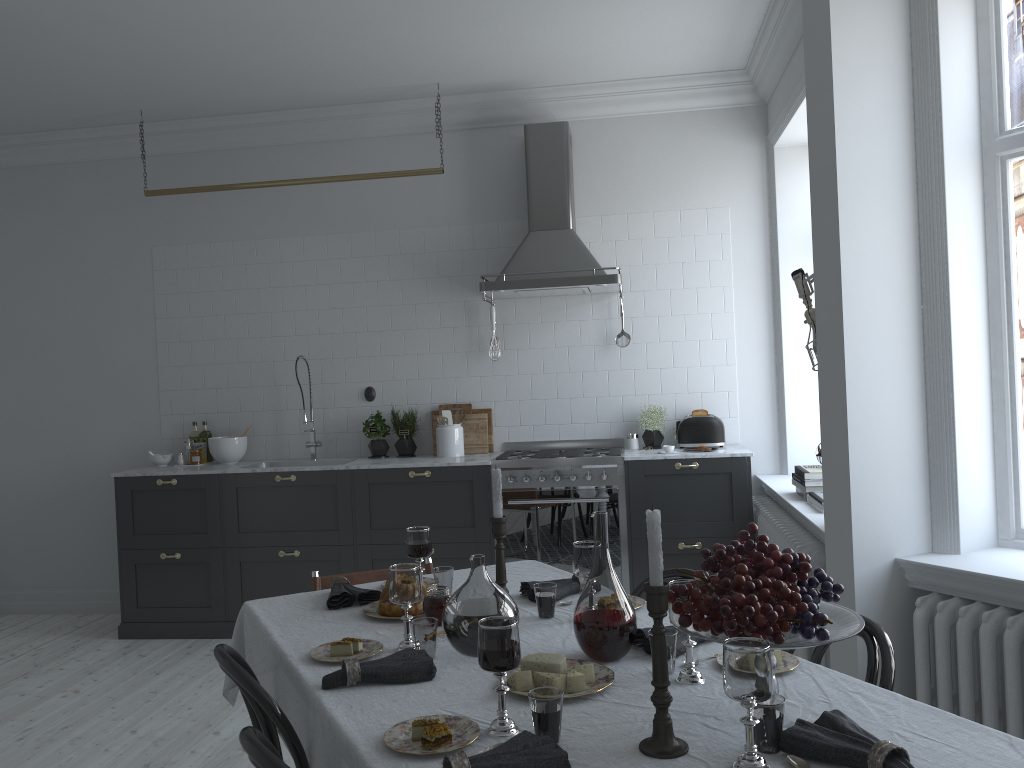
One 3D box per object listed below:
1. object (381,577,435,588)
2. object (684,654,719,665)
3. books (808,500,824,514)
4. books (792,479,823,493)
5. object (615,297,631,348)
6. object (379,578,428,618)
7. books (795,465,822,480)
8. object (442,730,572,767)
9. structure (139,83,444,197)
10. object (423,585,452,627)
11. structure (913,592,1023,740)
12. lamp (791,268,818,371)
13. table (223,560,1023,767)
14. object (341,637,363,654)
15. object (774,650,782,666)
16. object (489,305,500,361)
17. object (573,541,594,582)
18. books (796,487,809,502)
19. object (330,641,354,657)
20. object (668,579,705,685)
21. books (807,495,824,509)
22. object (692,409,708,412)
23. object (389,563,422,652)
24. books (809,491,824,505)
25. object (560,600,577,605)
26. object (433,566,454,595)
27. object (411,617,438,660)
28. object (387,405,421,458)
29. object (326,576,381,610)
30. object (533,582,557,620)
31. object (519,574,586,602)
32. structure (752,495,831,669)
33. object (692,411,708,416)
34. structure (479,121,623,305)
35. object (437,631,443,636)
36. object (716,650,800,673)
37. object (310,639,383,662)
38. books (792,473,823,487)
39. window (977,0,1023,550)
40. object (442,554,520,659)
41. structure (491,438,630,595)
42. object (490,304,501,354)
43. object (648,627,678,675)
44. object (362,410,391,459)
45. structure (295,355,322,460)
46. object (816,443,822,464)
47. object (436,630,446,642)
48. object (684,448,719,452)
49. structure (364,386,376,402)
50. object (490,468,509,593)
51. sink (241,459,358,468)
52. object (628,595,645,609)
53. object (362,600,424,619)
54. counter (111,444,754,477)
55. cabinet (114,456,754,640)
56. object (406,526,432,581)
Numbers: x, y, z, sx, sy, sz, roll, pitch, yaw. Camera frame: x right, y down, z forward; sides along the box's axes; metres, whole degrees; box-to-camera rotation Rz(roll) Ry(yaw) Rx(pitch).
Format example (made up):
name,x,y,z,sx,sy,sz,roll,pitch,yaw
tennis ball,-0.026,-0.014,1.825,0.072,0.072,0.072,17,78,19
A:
name,x,y,z,sx,sy,sz,roll,pitch,yaw
object,-0.343,0.669,2.952,0.182,0.013,0.182,-3,0,8
object,0.446,0.641,2.071,0.131,0.012,0.031,-3,1,-40
books,1.566,0.574,4.194,0.254,0.019,0.343,-3,0,8
books,1.611,0.519,4.573,0.259,0.031,0.328,-3,0,6
object,0.698,-0.396,5.615,0.101,0.331,0.030,-2,1,18
object,-0.327,0.628,2.630,0.191,0.105,0.164,-2,1,27
books,1.615,0.453,4.573,0.259,0.038,0.325,-3,0,10
object,-0.015,0.644,1.485,0.247,0.061,0.165,-3,1,-43
structure,-1.414,-1.530,5.594,1.988,0.556,0.053,-3,0,8
object,-0.205,0.622,2.485,0.091,0.101,0.091,-3,1,-37
structure,1.833,1.069,2.334,0.245,0.753,1.710,-3,1,-30
lamp,1.182,0.045,3.310,0.131,0.977,0.312,-3,1,-18
table,0.052,1.081,2.172,1.210,0.842,2.179,-3,1,-26
object,-0.409,0.665,2.262,0.057,0.037,0.021,-2,1,26
object,0.579,0.622,2.039,0.040,0.039,0.077,-3,1,-23
object,-0.118,-0.335,5.700,0.074,0.381,0.076,-3,0,-12
object,0.212,0.548,2.456,0.083,0.215,0.083,-3,0,12
books,1.620,0.556,4.561,0.259,0.044,0.351,-3,0,10
object,-0.430,0.666,2.236,0.057,0.037,0.021,-3,0,-2
object,0.387,0.545,1.945,0.083,0.215,0.083,-3,0,3
books,1.567,0.555,4.200,0.254,0.019,0.337,-3,0,6
object,1.179,0.214,5.558,0.107,0.110,0.010,-3,0,12
object,-0.269,0.572,2.260,0.083,0.215,0.083,-3,0,12
books,1.575,0.538,4.195,0.274,0.016,0.341,-3,0,9
object,0.193,0.647,2.656,0.131,0.012,0.031,-3,1,-40
object,-0.213,0.624,2.775,0.066,0.094,0.066,-3,0,-4
object,-0.213,0.629,2.180,0.066,0.094,0.066,-3,0,-4
object,-0.699,0.292,5.768,0.196,0.367,0.186,-3,1,-37
object,-0.551,0.658,2.800,0.165,0.061,0.247,-3,1,-43
object,0.095,0.612,2.499,0.066,0.094,0.066,-3,0,-4
object,0.137,0.626,2.768,0.247,0.061,0.165,-3,1,-43
structure,1.462,1.066,4.646,0.245,0.753,1.673,-3,0,8
object,1.162,0.219,5.482,0.107,0.110,0.010,-3,0,12
structure,0.235,-1.063,5.472,0.843,1.079,0.567,-3,0,8
object,-0.169,0.654,2.373,0.031,0.031,0.167,-2,1,43
object,0.561,0.636,2.024,0.182,0.013,0.182,-3,0,8
object,-0.417,0.678,2.244,0.182,0.013,0.182,-2,1,23
books,1.619,0.488,4.560,0.287,0.031,0.351,-3,0,8
window,2.243,-0.450,2.292,0.061,2.080,2.079,-3,1,-30
object,-0.079,0.548,2.204,0.194,0.245,0.194,-3,0,-9
structure,0.320,0.917,5.451,0.779,1.096,0.651,-3,0,8
object,-0.116,-0.360,5.733,0.066,0.332,0.024,-3,0,13
object,0.342,0.605,2.001,0.066,0.094,0.066,-2,1,19
object,-0.889,0.329,5.809,0.172,0.311,0.179,-2,1,19
structure,-1.335,0.159,5.750,0.100,0.692,0.266,-3,0,8
object,1.648,0.360,4.579,0.147,0.148,0.147,-3,0,-1
object,-0.156,0.667,2.389,0.075,0.009,0.150,-2,1,43
object,1.121,0.392,5.260,0.209,0.011,0.209,-3,1,-45
structure,-0.951,0.068,5.919,0.079,0.103,0.032,-3,0,8
object,-0.034,0.449,2.445,0.089,0.432,0.089,-2,1,30
sink,-1.345,0.607,5.637,0.669,0.203,0.384,-3,0,8
object,0.297,0.643,2.587,0.182,0.013,0.182,-3,0,8
object,-0.315,0.669,2.636,0.251,0.018,0.251,-3,0,8
counter,-0.526,0.479,5.570,3.902,0.020,0.624,-3,0,8
cabinet,-0.503,0.995,5.563,3.897,1.012,0.646,-3,0,8
object,-0.295,0.568,2.831,0.083,0.215,0.083,-3,0,12
